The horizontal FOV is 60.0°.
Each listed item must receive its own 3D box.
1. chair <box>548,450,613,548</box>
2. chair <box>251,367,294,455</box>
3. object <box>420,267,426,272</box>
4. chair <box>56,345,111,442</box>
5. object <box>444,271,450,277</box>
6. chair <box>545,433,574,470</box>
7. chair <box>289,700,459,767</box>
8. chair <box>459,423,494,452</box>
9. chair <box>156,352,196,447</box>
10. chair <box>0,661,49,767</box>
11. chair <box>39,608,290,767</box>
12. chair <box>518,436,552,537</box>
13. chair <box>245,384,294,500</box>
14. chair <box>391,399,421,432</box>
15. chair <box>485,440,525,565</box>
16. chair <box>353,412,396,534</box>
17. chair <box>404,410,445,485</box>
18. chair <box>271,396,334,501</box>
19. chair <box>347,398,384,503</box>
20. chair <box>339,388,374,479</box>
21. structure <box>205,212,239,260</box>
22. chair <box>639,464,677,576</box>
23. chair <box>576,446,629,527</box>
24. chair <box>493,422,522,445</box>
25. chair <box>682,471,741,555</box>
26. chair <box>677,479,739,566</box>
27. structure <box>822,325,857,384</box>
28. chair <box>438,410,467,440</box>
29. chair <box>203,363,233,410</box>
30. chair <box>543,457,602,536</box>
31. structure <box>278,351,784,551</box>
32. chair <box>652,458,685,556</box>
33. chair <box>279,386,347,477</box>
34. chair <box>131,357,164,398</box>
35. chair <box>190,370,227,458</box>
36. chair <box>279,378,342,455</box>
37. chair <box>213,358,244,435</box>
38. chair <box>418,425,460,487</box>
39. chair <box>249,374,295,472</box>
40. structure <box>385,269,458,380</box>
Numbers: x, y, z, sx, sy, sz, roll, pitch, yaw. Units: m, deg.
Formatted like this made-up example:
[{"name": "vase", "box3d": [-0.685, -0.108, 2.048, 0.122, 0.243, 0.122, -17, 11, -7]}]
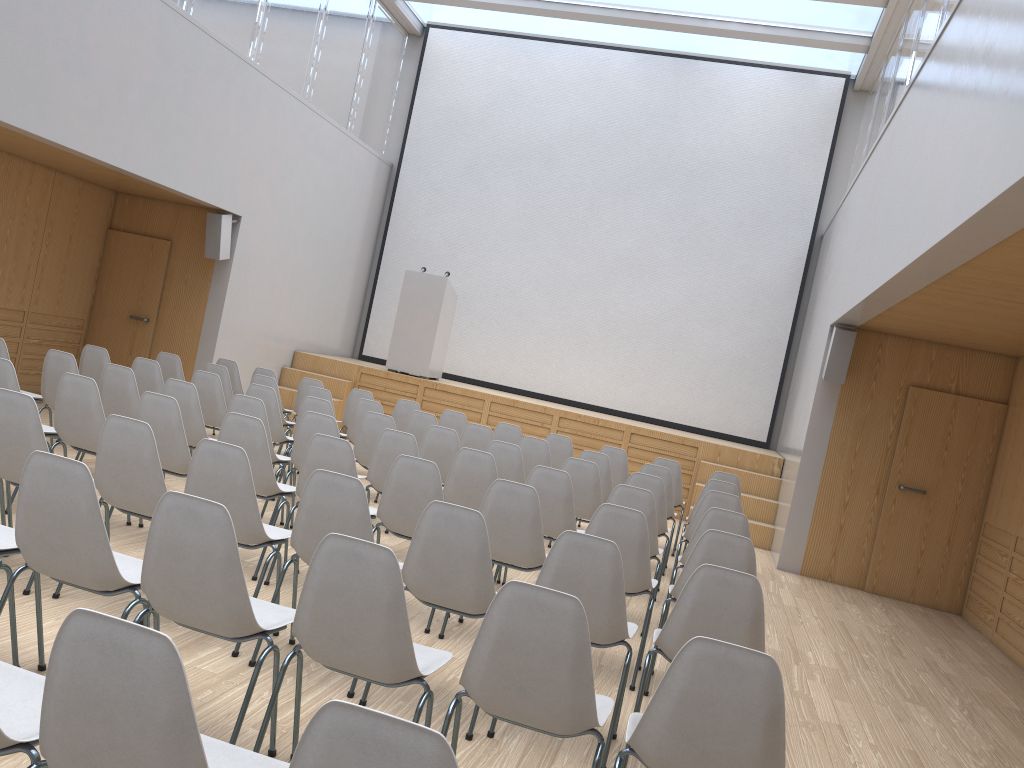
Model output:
[{"name": "chair", "box3d": [0.665, 0.998, 7.599, 0.479, 0.876, 0.505, 12, 1, 13]}, {"name": "chair", "box3d": [-2.565, 0.275, 9.369, 0.479, 0.876, 0.505, 12, 1, 13]}, {"name": "object", "box3d": [-1.237, -1.451, 12.042, 0.166, 0.305, 0.252, 12, 1, -15]}, {"name": "chair", "box3d": [-3.495, 0.120, 7.640, 0.479, 0.876, 0.505, 12, 1, 13]}, {"name": "object", "box3d": [-0.906, -1.379, 11.962, 0.166, 0.305, 0.252, 12, 1, -15]}, {"name": "chair", "box3d": [0.430, 0.922, 8.745, 0.479, 0.876, 0.505, 12, 1, 13]}, {"name": "chair", "box3d": [-0.228, 0.951, 1.643, 0.479, 0.876, 0.505, 12, 1, 13]}, {"name": "chair", "box3d": [-0.309, 0.786, 7.906, 0.479, 0.876, 0.505, 12, 1, 13]}, {"name": "chair", "box3d": [-3.265, 0.145, 8.623, 0.479, 0.876, 0.505, 12, 1, 13]}, {"name": "chair", "box3d": [-1.202, 0.739, 1.940, 0.479, 0.876, 0.505, 12, 1, 13]}, {"name": "chair", "box3d": [-0.711, 0.845, 1.802, 0.479, 0.876, 0.505, 12, 1, 13]}, {"name": "chair", "box3d": [0.168, 0.890, 7.761, 0.479, 0.876, 0.505, 12, 1, 13]}, {"name": "chair", "box3d": [-1.995, 0.446, 7.237, 0.479, 0.876, 0.505, 12, 1, 13]}, {"name": "chair", "box3d": [-1.060, 0.599, 9.117, 0.479, 0.876, 0.505, 12, 1, 13]}, {"name": "chair", "box3d": [-0.075, 0.862, 6.750, 0.479, 0.876, 0.505, 12, 1, 13]}, {"name": "chair", "box3d": [-1.025, 0.658, 6.938, 0.479, 0.876, 0.505, 12, 1, 13]}, {"name": "chair", "box3d": [-0.796, 0.681, 7.995, 0.479, 0.876, 0.505, 12, 1, 13]}, {"name": "chair", "box3d": [-1.539, 0.544, 7.147, 0.479, 0.876, 0.505, 12, 1, 13]}, {"name": "chair", "box3d": [-1.282, 0.577, 8.071, 0.479, 0.876, 0.505, 12, 1, 13]}, {"name": "chair", "box3d": [-1.542, 0.495, 9.205, 0.479, 0.876, 0.505, 12, 1, 13]}, {"name": "structure", "box3d": [-3.323, -1.679, 10.077, 0.196, 0.542, 0.368, 12, 1, 13]}, {"name": "chair", "box3d": [1.163, 1.105, 7.538, 0.479, 0.876, 0.505, 12, 1, 13]}, {"name": "chair", "box3d": [0.937, 1.032, 8.603, 0.479, 0.876, 0.505, 12, 1, 13]}, {"name": "chair", "box3d": [-0.054, 0.818, 8.802, 0.479, 0.876, 0.505, 12, 1, 13]}, {"name": "chair", "box3d": [1.934, 1.248, 8.361, 0.479, 0.876, 0.505, 12, 1, 13]}, {"name": "chair", "box3d": [1.661, 1.214, 7.357, 0.479, 0.876, 0.505, 12, 1, 13]}, {"name": "structure", "box3d": [3.136, -0.280, 8.509, 0.196, 0.542, 0.368, 12, 1, 13]}, {"name": "chair", "box3d": [-0.590, 0.702, 8.954, 0.479, 0.876, 0.505, 12, 1, 13]}, {"name": "chair", "box3d": [-2.769, 0.254, 8.474, 0.479, 0.876, 0.505, 12, 1, 13]}, {"name": "chair", "box3d": [0.481, 0.982, 6.656, 0.479, 0.876, 0.505, 12, 1, 13]}, {"name": "structure", "box3d": [0.184, 0.739, 11.946, 6.551, 1.027, 2.728, 12, 1, 13]}, {"name": "chair", "box3d": [1.423, 1.136, 8.514, 0.479, 0.876, 0.505, 12, 1, 13]}, {"name": "chair", "box3d": [-1.767, 0.470, 8.249, 0.479, 0.876, 0.505, 12, 1, 13]}, {"name": "chair", "box3d": [-2.995, 0.230, 7.459, 0.479, 0.876, 0.505, 12, 1, 13]}, {"name": "chair", "box3d": [-2.487, 0.338, 7.406, 0.479, 0.876, 0.505, 12, 1, 13]}, {"name": "chair", "box3d": [-2.064, 0.383, 9.290, 0.479, 0.876, 0.505, 12, 1, 13]}, {"name": "chair", "box3d": [-3.015, 0.176, 9.563, 0.479, 0.876, 0.505, 12, 1, 13]}, {"name": "chair", "box3d": [-0.547, 0.759, 6.925, 0.479, 0.876, 0.505, 12, 1, 13]}, {"name": "chair", "box3d": [-2.276, 0.361, 8.313, 0.479, 0.876, 0.505, 12, 1, 13]}, {"name": "structure", "box3d": [-1.205, -0.788, 12.085, 0.605, 1.379, 0.605, 12, 2, 13]}]
